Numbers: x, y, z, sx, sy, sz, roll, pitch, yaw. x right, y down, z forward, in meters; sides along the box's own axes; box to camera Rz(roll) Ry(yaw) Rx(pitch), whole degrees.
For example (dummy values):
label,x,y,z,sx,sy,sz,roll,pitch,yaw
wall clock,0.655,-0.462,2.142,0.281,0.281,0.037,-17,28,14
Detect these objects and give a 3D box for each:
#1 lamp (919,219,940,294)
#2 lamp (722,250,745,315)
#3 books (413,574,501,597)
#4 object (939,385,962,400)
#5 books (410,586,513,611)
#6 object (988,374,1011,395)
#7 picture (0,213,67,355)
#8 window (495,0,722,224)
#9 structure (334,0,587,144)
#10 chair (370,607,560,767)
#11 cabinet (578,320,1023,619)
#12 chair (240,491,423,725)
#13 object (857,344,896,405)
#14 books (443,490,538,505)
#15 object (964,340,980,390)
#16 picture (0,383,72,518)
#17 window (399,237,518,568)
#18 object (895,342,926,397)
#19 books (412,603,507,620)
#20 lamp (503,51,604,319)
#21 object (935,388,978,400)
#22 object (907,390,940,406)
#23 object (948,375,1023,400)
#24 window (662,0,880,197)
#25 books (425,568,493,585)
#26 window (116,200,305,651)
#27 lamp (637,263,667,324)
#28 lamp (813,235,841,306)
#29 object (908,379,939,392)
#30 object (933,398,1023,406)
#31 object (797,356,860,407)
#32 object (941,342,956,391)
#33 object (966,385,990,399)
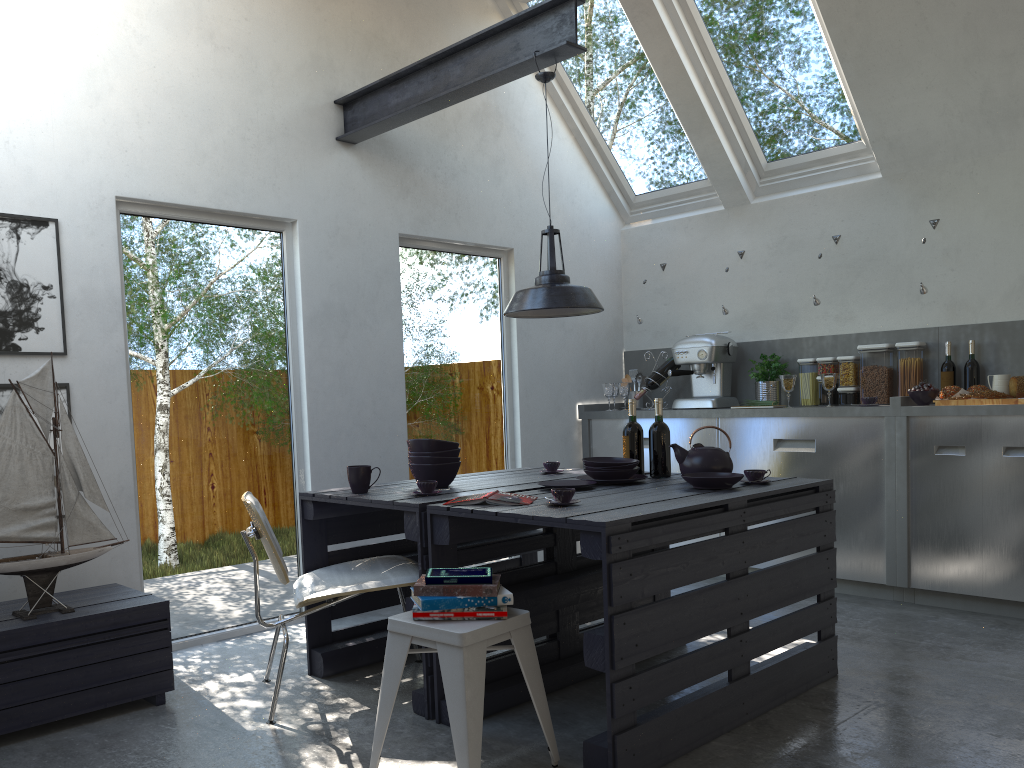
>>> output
label,x,y,z,sx,sy,sz,roll,pitch,yaw
lamp,2.268,-0.697,4.749,0.062,0.437,0.318,1,3,35
lamp,1.421,-0.654,5.608,0.062,0.437,0.318,1,3,35
books,-0.167,0.627,2.724,0.260,0.032,0.171,-2,-1,8
object,2.295,0.046,4.560,0.119,0.077,0.118,-2,0,-1
books,-0.161,0.659,2.723,0.278,0.034,0.202,-2,-1,-12
object,2.484,0.012,4.445,0.086,0.120,0.084,-3,2,-23
picture,-2.107,-0.413,3.631,0.442,0.586,0.027,-4,4,-44
window,0.686,-1.852,5.665,1.392,1.402,0.883,-3,3,-44
structure,-0.678,-1.431,4.521,0.128,0.209,2.680,-4,1,-45
chair,-0.155,0.966,2.726,0.446,0.506,0.410,0,2,41
cabinet,1.728,0.450,5.240,0.532,1.483,3.029,-5,2,-45
chair,-0.677,0.832,3.489,0.753,0.822,0.711,-2,2,-14
object,2.115,-0.050,5.074,0.186,0.356,0.120,1,4,45
books,-0.075,0.407,3.142,0.315,0.030,0.215,-2,-1,14
object,2.480,-0.063,4.716,0.067,0.346,0.076,-5,5,-41
picture,-2.082,0.291,3.676,0.442,0.586,0.027,-4,4,-44
window,-0.346,0.204,5.469,0.923,2.137,0.063,-4,5,-44
object,2.252,-0.057,4.939,0.136,0.356,0.120,2,4,45
books,-0.160,0.694,2.725,0.287,0.035,0.195,-2,-1,3
lamp,0.158,-0.852,3.734,0.403,1.101,0.458,-5,4,-44
object,2.333,0.050,4.535,0.192,0.059,0.204,-2,-1,-24
object,2.138,0.074,4.545,0.148,0.079,0.145,-2,0,4
object,2.436,0.018,4.365,0.471,0.112,0.121,-2,1,18
window,1.417,-1.897,4.913,1.385,1.395,0.883,-3,3,-44
books,-0.164,0.598,2.720,0.206,0.025,0.142,-2,-1,3
window,-1.477,0.224,4.381,0.923,2.137,0.063,-4,5,-44
lamp,0.963,-0.630,6.067,0.311,0.439,0.063,-4,4,-44
lamp,1.849,-0.675,5.168,0.311,0.439,0.063,-4,4,-44
object,2.136,0.024,4.541,0.169,0.095,0.133,-2,1,31
object,2.420,0.087,4.371,0.288,0.028,0.499,-1,-1,-44
object,1.908,-0.011,5.265,0.099,0.295,0.362,-5,3,-45
object,2.396,-0.059,4.801,0.077,0.346,0.068,1,4,39
object,2.414,0.041,4.529,0.119,0.077,0.118,-2,0,-1
